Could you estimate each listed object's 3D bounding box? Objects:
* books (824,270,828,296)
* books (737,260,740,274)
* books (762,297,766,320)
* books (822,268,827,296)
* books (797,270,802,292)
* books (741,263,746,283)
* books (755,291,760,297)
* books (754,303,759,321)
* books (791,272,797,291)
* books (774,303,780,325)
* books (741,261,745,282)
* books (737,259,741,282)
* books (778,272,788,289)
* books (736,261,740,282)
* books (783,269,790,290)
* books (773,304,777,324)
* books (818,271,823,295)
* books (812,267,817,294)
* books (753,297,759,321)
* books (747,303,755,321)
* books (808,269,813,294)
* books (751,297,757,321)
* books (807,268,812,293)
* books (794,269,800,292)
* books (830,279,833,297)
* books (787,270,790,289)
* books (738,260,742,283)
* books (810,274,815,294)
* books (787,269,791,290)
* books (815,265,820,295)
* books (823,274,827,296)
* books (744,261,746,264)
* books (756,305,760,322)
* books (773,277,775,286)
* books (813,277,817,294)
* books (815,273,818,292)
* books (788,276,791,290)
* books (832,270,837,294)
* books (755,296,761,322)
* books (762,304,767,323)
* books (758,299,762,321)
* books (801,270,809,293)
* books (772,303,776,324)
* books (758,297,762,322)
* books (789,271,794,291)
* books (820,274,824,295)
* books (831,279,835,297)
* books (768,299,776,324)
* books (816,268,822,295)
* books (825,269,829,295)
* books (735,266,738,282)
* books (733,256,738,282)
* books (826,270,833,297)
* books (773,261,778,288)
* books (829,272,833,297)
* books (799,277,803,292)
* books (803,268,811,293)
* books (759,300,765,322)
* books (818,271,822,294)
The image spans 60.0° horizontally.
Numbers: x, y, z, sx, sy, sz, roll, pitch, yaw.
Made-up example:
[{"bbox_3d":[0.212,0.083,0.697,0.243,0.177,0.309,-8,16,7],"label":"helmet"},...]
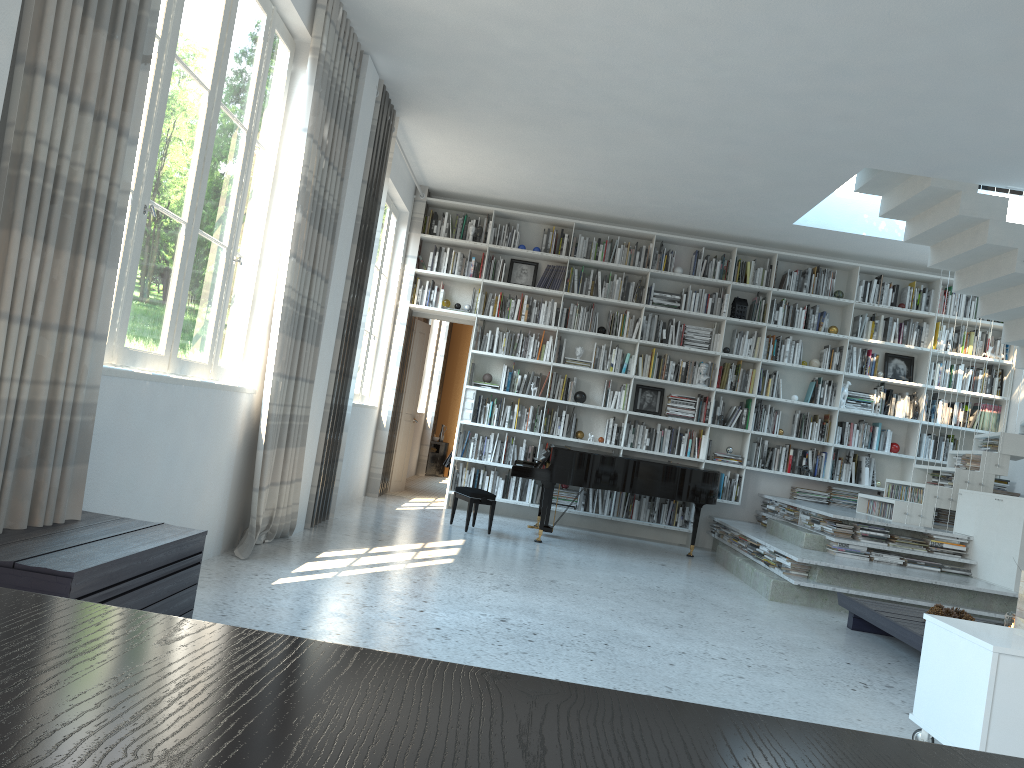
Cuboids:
[{"bbox_3d":[3.248,-1.026,9.237,0.019,0.299,0.137,9,-2,2],"label":"books"},{"bbox_3d":[2.342,-1.151,9.248,0.006,0.259,0.166,9,-2,2],"label":"books"},{"bbox_3d":[2.607,-0.754,9.248,0.005,0.292,0.130,9,-2,2],"label":"books"},{"bbox_3d":[3.223,-1.035,9.226,0.008,0.307,0.182,9,-2,2],"label":"books"},{"bbox_3d":[2.972,-1.048,9.243,0.021,0.256,0.169,9,-2,2],"label":"books"},{"bbox_3d":[2.398,-1.129,9.239,0.015,0.233,0.171,9,-2,2],"label":"books"},{"bbox_3d":[2.527,-0.791,9.243,0.025,0.339,0.143,9,-2,2],"label":"books"},{"bbox_3d":[2.523,-0.729,9.241,0.024,0.217,0.169,9,-2,2],"label":"books"},{"bbox_3d":[2.916,-1.042,9.243,0.028,0.226,0.163,9,-2,2],"label":"books"},{"bbox_3d":[2.738,-0.707,9.233,0.026,0.243,0.148,9,-2,2],"label":"books"},{"bbox_3d":[2.390,-1.144,9.257,0.008,0.262,0.142,9,-2,2],"label":"books"},{"bbox_3d":[2.350,-1.159,9.260,0.007,0.279,0.150,9,-2,2],"label":"books"},{"bbox_3d":[2.814,-1.048,9.229,0.046,0.206,0.183,9,-2,2],"label":"books"},{"bbox_3d":[2.334,-1.142,9.233,0.007,0.239,0.191,9,-2,2],"label":"books"},{"bbox_3d":[2.845,-1.063,9.236,0.009,0.244,0.173,9,-2,2],"label":"books"},{"bbox_3d":[2.719,-0.708,9.239,0.012,0.239,0.138,9,-2,2],"label":"books"},{"bbox_3d":[3.189,-1.023,9.236,0.008,0.275,0.163,9,-2,2],"label":"books"},{"bbox_3d":[3.119,-1.054,9.233,0.006,0.312,0.179,9,-2,2],"label":"books"},{"bbox_3d":[2.514,-0.759,9.227,0.022,0.271,0.181,9,-2,2],"label":"books"},{"bbox_3d":[2.486,-0.733,9.246,0.019,0.213,0.156,9,-2,2],"label":"books"},{"bbox_3d":[3.093,-1.043,9.247,0.007,0.285,0.159,9,-2,2],"label":"books"},{"bbox_3d":[2.497,-0.763,9.214,0.021,0.272,0.190,9,-2,2],"label":"books"},{"bbox_3d":[3.077,-1.051,9.253,0.017,0.295,0.139,9,-2,2],"label":"books"},{"bbox_3d":[2.947,-1.052,9.242,0.030,0.255,0.161,9,-2,2],"label":"books"},{"bbox_3d":[3.294,-0.976,9.230,0.018,0.214,0.157,9,-2,2],"label":"books"},{"bbox_3d":[2.855,-1.061,9.244,0.011,0.244,0.172,9,-2,2],"label":"books"},{"bbox_3d":[2.368,-1.147,9.250,0.034,0.261,0.157,9,-2,2],"label":"books"},{"bbox_3d":[3.101,-1.016,9.227,0.018,0.231,0.160,9,-2,2],"label":"books"},{"bbox_3d":[2.867,-1.064,9.253,0.012,0.255,0.133,9,-2,2],"label":"books"},{"bbox_3d":[3.152,-1.057,9.231,0.007,0.329,0.183,9,-2,2],"label":"books"},{"bbox_3d":[3.230,-1.009,9.232,0.014,0.258,0.149,9,-2,2],"label":"books"},{"bbox_3d":[2.412,-1.140,9.274,0.007,0.264,0.133,9,-2,2],"label":"books"},{"bbox_3d":[2.545,-0.723,9.238,0.013,0.210,0.140,9,-2,2],"label":"books"},{"bbox_3d":[2.696,-1.079,9.237,0.033,0.229,0.175,9,-2,2],"label":"books"},{"bbox_3d":[3.122,-0.997,9.215,0.018,0.201,0.188,9,-2,2],"label":"books"},{"bbox_3d":[3.139,-1.019,9.231,0.008,0.251,0.170,9,-2,2],"label":"books"},{"bbox_3d":[2.872,-1.027,9.242,0.009,0.183,0.160,9,-2,2],"label":"books"},{"bbox_3d":[3.327,-1.018,9.223,0.006,0.306,0.163,9,-2,2],"label":"books"},{"bbox_3d":[2.538,-0.764,9.220,0.021,0.288,0.179,9,-2,2],"label":"books"},{"bbox_3d":[2.607,-0.716,9.212,0.008,0.213,0.224,9,-2,2],"label":"books"},{"bbox_3d":[2.558,-0.744,9.228,0.005,0.255,0.158,9,-2,2],"label":"books"},{"bbox_3d":[3.027,-1.042,9.218,0.028,0.258,0.185,9,-2,2],"label":"books"},{"bbox_3d":[2.711,-0.730,9.246,0.011,0.280,0.133,9,-2,2],"label":"books"},{"bbox_3d":[2.570,-0.758,9.257,0.013,0.288,0.131,9,-2,2],"label":"books"},{"bbox_3d":[2.886,-1.049,9.230,0.013,0.229,0.174,9,-2,2],"label":"books"},{"bbox_3d":[3.203,-1.010,9.235,0.024,0.252,0.150,9,-2,2],"label":"books"},{"bbox_3d":[3.309,-0.971,9.221,0.014,0.208,0.188,9,-2,2],"label":"books"},{"bbox_3d":[2.700,-0.735,9.226,0.012,0.285,0.159,9,-2,2],"label":"books"},{"bbox_3d":[3.161,-1.041,9.214,0.015,0.299,0.183,9,-2,2],"label":"books"},{"bbox_3d":[3.263,-1.034,9.254,0.008,0.321,0.133,9,-2,2],"label":"books"},{"bbox_3d":[2.319,-1.120,9.258,0.015,0.192,0.160,9,-2,2],"label":"books"},{"bbox_3d":[2.316,-1.174,9.254,0.007,0.298,0.181,9,-2,2],"label":"books"},{"bbox_3d":[3.277,-1.021,9.225,0.013,0.297,0.188,9,-2,2],"label":"books"},{"bbox_3d":[2.722,-1.113,9.230,0.019,0.304,0.176,9,-2,2],"label":"books"},{"bbox_3d":[3.286,-1.010,9.218,0.008,0.278,0.180,9,-2,2],"label":"books"},{"bbox_3d":[2.994,-1.011,9.259,0.031,0.190,0.132,9,-2,2],"label":"books"},{"bbox_3d":[3.056,-1.053,9.241,0.024,0.292,0.167,9,-2,2],"label":"books"},{"bbox_3d":[2.579,-0.738,9.214,0.013,0.248,0.186,9,-2,2],"label":"books"},{"bbox_3d":[3.179,-1.027,9.240,0.012,0.280,0.144,9,-2,2],"label":"books"}]
